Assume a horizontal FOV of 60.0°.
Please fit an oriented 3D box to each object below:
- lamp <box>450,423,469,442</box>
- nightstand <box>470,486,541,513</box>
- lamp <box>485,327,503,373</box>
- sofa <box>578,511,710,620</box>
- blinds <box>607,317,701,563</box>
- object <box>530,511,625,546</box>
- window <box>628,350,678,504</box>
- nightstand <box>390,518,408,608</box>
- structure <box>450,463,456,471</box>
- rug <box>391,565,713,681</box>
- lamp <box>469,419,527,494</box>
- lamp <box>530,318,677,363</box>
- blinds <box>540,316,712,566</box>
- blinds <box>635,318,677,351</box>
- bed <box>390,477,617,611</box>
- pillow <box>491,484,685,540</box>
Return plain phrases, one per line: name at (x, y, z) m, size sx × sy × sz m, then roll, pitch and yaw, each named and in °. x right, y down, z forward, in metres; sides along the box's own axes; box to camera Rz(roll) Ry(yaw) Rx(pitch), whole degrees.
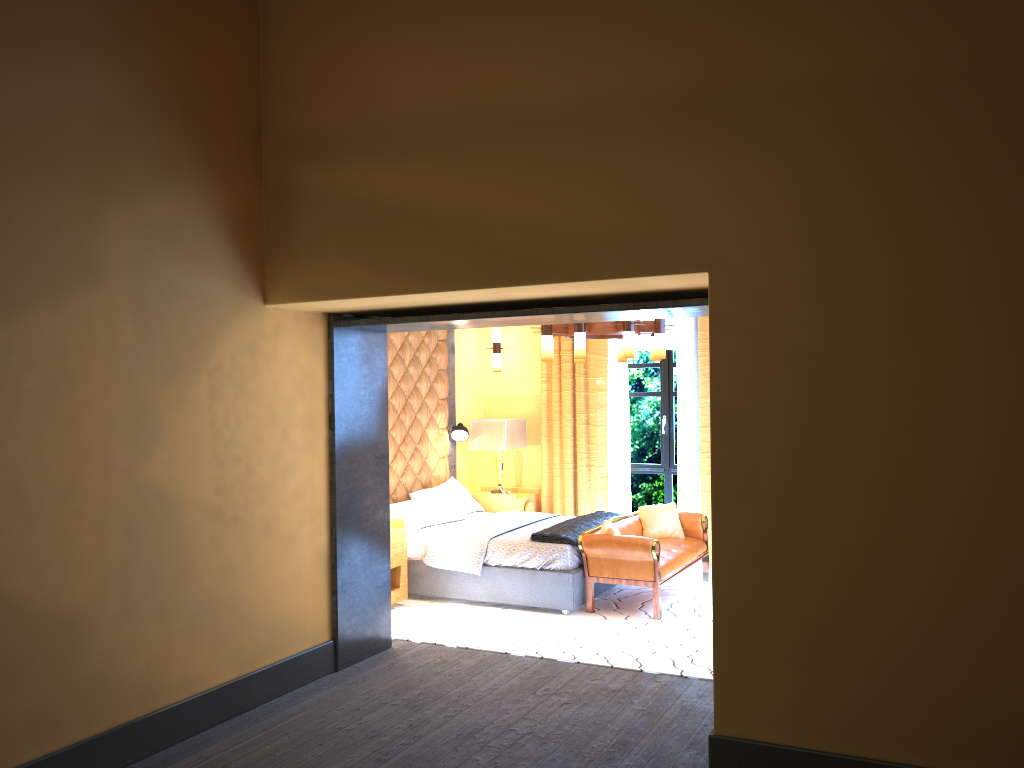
lamp at (-0.356, 0.503, 9.041) m, size 0.568 × 0.218 × 0.231 m, roll -1°, pitch 0°, yaw -16°
nightstand at (-0.130, 1.460, 9.308) m, size 0.720 × 0.690 × 0.680 m, roll -1°, pitch 0°, yaw 26°
lamp at (-0.162, -0.390, 9.477) m, size 0.199 × 0.532 × 0.199 m, roll -1°, pitch 0°, yaw -19°
sofa at (1.142, 1.438, 7.345) m, size 0.650 × 0.640 × 1.615 m, roll -1°, pitch -1°, yaw 26°
blinds at (1.389, -0.266, 8.837) m, size 2.050 × 4.076 × 0.236 m, roll -1°, pitch 0°, yaw 24°
object at (0.620, 1.204, 7.510) m, size 0.405 × 0.104 × 1.461 m, roll -1°, pitch -1°, yaw 26°
window at (1.587, 0.279, 9.105) m, size 1.200 × 3.000 × 0.130 m, roll -1°, pitch 0°, yaw 26°
nightstand at (-1.293, 1.439, 6.961) m, size 0.721 × 0.700 × 0.708 m, roll -1°, pitch 0°, yaw 26°
structure at (-0.607, 0.848, 9.056) m, size 0.016 × 0.071 × 0.103 m, roll -1°, pitch 0°, yaw 26°
rug at (0.657, 1.763, 7.312) m, size 3.702 × 0.016 × 3.387 m, roll -1°, pitch -1°, yaw 26°
lamp at (-0.137, 0.772, 9.199) m, size 0.424 × 0.802 × 0.505 m, roll -1°, pitch 0°, yaw 26°
lamp at (0.716, -1.271, 7.141) m, size 1.141 × 2.169 × 1.141 m, roll -1°, pitch 0°, yaw -41°
blinds at (1.386, -0.290, 8.746) m, size 2.451 × 4.147 × 0.134 m, roll -1°, pitch 0°, yaw 26°
blinds at (1.568, -0.785, 9.086) m, size 1.200 × 0.873 × 0.013 m, roll -1°, pitch 0°, yaw 26°
bed at (-0.101, 1.324, 7.876) m, size 2.107 × 0.824 × 1.888 m, roll -1°, pitch -1°, yaw 26°
pillow at (0.777, 1.197, 8.118) m, size 1.146 × 0.407 × 2.628 m, roll -1°, pitch -1°, yaw -22°
